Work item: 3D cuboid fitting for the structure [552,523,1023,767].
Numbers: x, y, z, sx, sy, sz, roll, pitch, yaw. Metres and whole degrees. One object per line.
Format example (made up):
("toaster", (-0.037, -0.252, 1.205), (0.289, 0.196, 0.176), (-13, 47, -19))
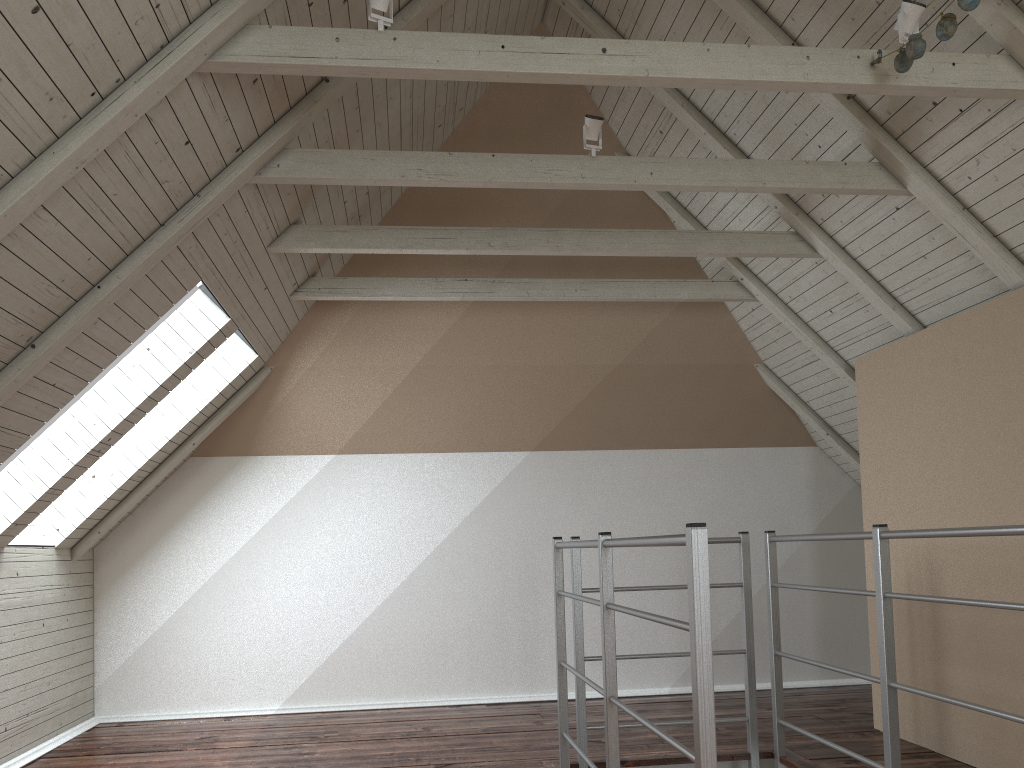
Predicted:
("structure", (0.665, 0.903, 2.469), (0.836, 0.984, 1.662), (-1, -9, -7))

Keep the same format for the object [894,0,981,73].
("object", (0.890, -0.744, 1.859), (0.059, 0.066, 0.288), (-1, -10, -8))
